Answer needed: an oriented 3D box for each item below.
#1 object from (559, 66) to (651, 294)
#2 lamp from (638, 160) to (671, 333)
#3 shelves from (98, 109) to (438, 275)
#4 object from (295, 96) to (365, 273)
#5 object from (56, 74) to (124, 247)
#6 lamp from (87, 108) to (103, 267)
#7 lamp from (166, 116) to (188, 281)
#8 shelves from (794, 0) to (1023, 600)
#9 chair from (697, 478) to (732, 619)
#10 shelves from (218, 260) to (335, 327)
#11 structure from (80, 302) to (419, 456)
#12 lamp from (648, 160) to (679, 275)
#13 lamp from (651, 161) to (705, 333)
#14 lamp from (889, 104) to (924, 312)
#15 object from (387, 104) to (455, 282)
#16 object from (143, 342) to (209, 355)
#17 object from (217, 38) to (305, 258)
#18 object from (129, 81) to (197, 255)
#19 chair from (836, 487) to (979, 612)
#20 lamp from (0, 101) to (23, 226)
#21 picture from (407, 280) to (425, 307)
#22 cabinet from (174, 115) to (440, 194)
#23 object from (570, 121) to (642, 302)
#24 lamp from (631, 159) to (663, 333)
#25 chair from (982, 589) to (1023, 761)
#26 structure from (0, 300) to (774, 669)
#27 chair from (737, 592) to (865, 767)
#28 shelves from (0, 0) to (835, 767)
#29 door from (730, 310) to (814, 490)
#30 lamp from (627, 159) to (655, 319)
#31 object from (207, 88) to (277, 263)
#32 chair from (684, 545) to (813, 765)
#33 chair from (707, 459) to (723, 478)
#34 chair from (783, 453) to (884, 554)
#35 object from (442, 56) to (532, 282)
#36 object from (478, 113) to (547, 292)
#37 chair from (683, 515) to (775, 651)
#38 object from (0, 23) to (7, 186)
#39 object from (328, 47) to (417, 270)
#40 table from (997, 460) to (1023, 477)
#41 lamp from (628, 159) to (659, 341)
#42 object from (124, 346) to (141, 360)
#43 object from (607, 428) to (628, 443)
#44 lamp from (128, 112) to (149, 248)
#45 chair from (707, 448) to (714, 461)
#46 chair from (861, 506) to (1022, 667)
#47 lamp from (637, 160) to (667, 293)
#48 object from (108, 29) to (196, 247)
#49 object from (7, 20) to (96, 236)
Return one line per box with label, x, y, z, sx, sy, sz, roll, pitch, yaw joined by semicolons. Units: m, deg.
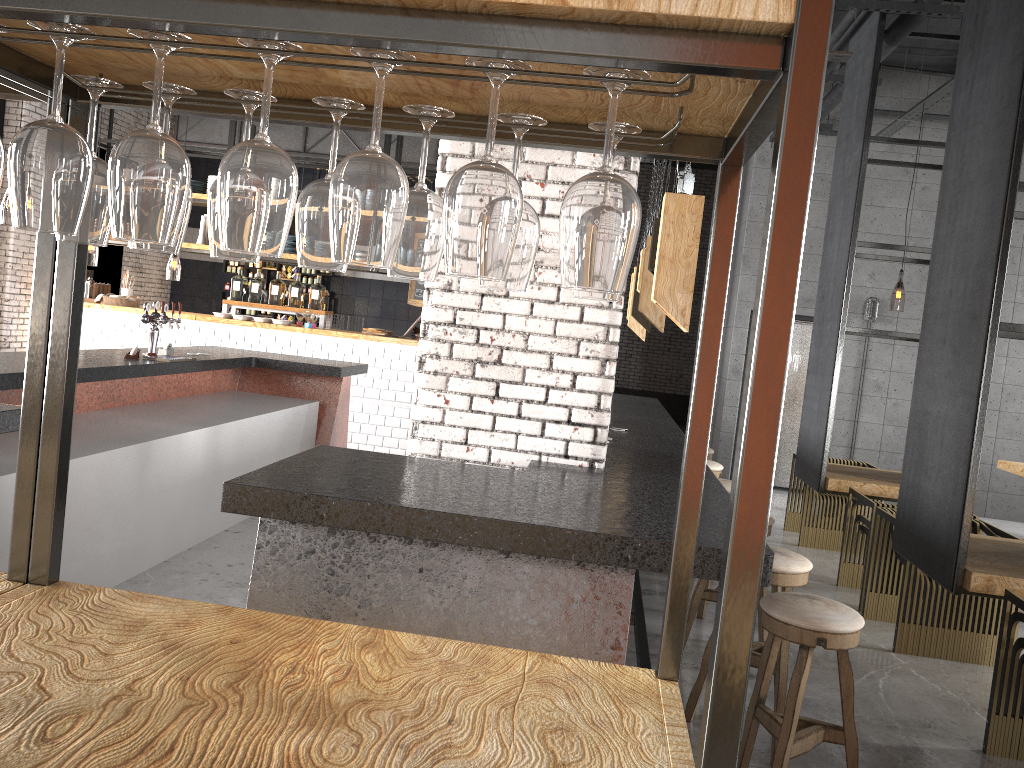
object;0.114;-0.249;1.097;0.101;0.267;0.101;5;3;-31
lamp;0.747;-1.020;4.225;0.127;1.545;0.127;7;3;6
shelves;-2.355;-2.972;10.733;5.678;3.063;0.598;7;3;6
object;-0.292;-0.317;1.427;0.101;0.267;0.101;5;3;-31
object;-0.701;-0.366;1.469;0.101;0.267;0.101;9;4;42
lamp;-2.659;-1.560;5.714;0.108;1.597;0.108;6;3;-12
lamp;-2.588;-1.609;6.955;0.108;1.597;0.108;9;4;38
shelves;2.764;-1.179;4.263;1.003;4.362;6.153;7;4;6
chair;1.304;0.999;5.510;0.439;0.805;0.481;6;3;-5
shelves;-3.700;-1.458;13.941;1.761;1.481;0.157;7;3;6
structure;-2.646;-0.045;10.799;5.801;1.344;1.512;7;3;6
lamp;0.685;-1.058;3.575;0.127;1.393;0.127;7;3;6
lamp;0.607;-0.946;2.932;0.127;1.545;0.127;7;3;6
lamp;3.067;-1.357;6.831;0.108;1.597;0.108;9;4;38
object;-0.147;-0.300;1.412;0.101;0.267;0.101;5;3;-31
object;-2.653;-0.289;7.040;0.200;0.106;0.767;7;4;6
object;-0.323;-0.301;1.142;0.101;0.267;0.101;5;3;-31
object;-0.574;-0.351;1.456;0.101;0.267;0.101;9;4;42
chair;2.674;1.159;6.066;0.657;0.729;0.639;7;3;7
lamp;-2.773;-1.696;5.018;0.108;1.597;0.108;9;4;38
picture;-1.093;-1.733;13.821;0.980;1.141;0.021;7;3;6
cabinet;-2.011;-3.254;12.989;5.865;1.767;0.682;7;3;6
object;0.145;-0.265;1.381;0.101;0.267;0.101;5;3;-31
lamp;0.886;-1.094;5.518;0.127;1.545;0.127;7;3;6
chair;2.367;1.303;3.499;0.657;0.729;0.639;7;3;8
structure;-1.141;0.389;5.516;4.311;1.532;5.882;7;4;6
chair;0.976;1.130;3.087;0.480;0.805;0.439;5;3;-20
shelves;-1.385;-1.132;1.360;3.660;5.014;0.690;7;3;6
door;3.243;0.218;10.580;1.120;2.101;0.158;7;3;6
lamp;1.025;-1.168;6.811;0.127;1.545;0.127;7;3;6
object;-0.438;-0.335;1.442;0.101;0.267;0.101;5;3;-31
chair;1.035;1.095;3.692;0.480;0.805;0.439;6;3;-5
chair;1.261;0.931;6.418;0.439;0.805;0.481;7;3;5
chair;2.847;1.055;7.852;0.657;0.729;0.639;7;3;5
object;-0.032;-0.266;1.112;0.101;0.267;0.101;5;3;-31
object;-0.001;-0.282;1.397;0.101;0.267;0.101;5;3;-31
chair;1.166;1.048;4.575;0.480;0.805;0.439;4;4;-35
object;-0.732;-0.350;1.185;0.101;0.267;0.101;9;4;42
object;-0.177;-0.283;1.127;0.101;0.267;0.101;5;3;-31
table;5.391;1.360;7.330;1.000;0.762;4.139;7;4;6
lamp;0.952;-1.101;6.166;0.127;1.605;0.127;7;3;6
object;-2.657;-0.224;6.210;0.091;0.091;0.178;5;4;-19
object;0.541;0.225;4.814;0.200;0.106;0.767;7;4;6
lamp;-2.629;-1.772;6.360;0.108;1.597;0.108;9;4;38
chair;1.492;0.897;7.290;0.438;0.805;0.481;5;3;-25
chair;2.575;1.199;5.329;0.657;0.729;0.639;7;3;5
lamp;0.823;-1.120;4.869;0.127;1.418;0.127;7;3;6
object;-0.468;-0.318;1.157;0.101;0.267;0.101;5;3;-31
object;-0.605;-0.335;1.172;0.101;0.267;0.101;9;4;42
